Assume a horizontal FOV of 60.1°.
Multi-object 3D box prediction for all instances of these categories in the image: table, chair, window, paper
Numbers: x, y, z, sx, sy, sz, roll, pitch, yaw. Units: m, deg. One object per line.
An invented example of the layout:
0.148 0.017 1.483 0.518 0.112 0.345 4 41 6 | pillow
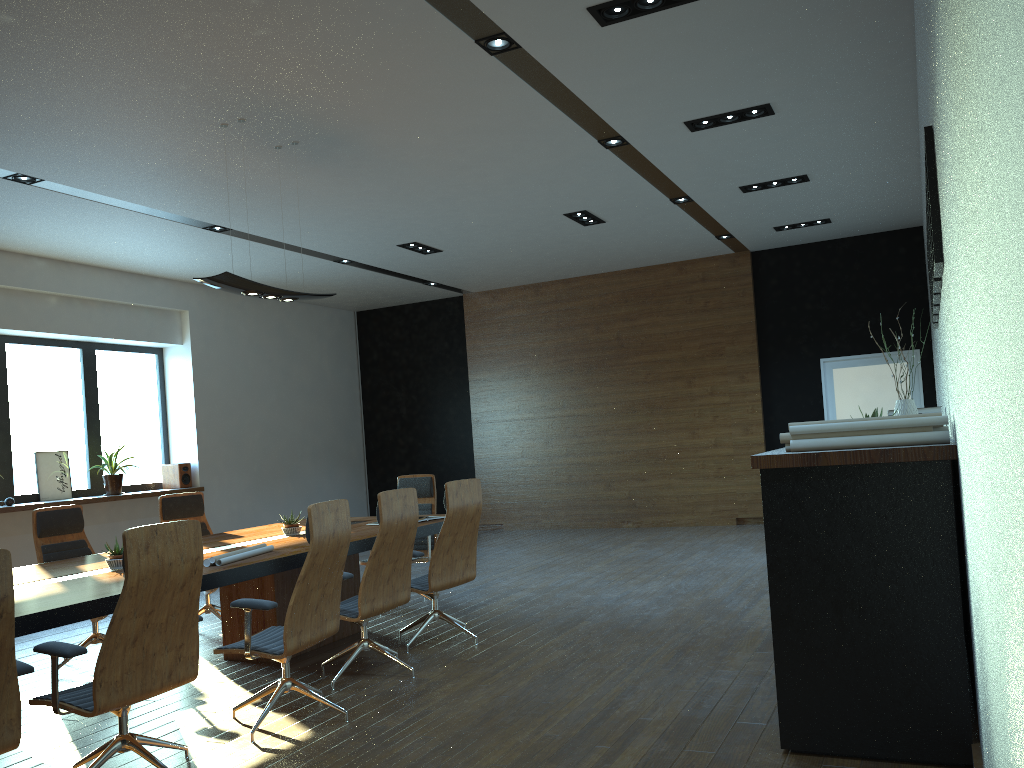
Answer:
-2.222 1.449 5.078 1.787 0.796 5.542 -6 -4 25 | table
-2.958 1.416 6.250 0.697 1.126 0.706 -5 -2 25 | chair
-5.316 0.402 10.155 0.053 1.859 3.464 -4 -3 25 | window
-2.359 0.993 4.687 2.239 0.083 0.630 -2 -4 -24 | paper
-1.196 1.187 4.613 0.697 1.126 0.706 -5 -2 17 | chair
-2.063 1.147 3.049 0.697 1.126 0.706 -5 -2 33 | chair
-0.972 1.369 7.682 0.707 1.126 0.696 -5 -2 28 | chair
-0.561 1.247 6.230 0.697 1.126 0.706 -5 -2 32 | chair
-2.480 1.442 7.171 0.697 1.126 0.706 -6 -2 40 | chair
-1.700 1.172 3.834 0.697 1.126 0.706 -5 -2 26 | chair
1.441 0.202 3.649 0.646 0.124 0.144 -6 -3 25 | paper
-0.928 1.222 5.442 0.697 1.126 0.706 -5 -2 26 | chair

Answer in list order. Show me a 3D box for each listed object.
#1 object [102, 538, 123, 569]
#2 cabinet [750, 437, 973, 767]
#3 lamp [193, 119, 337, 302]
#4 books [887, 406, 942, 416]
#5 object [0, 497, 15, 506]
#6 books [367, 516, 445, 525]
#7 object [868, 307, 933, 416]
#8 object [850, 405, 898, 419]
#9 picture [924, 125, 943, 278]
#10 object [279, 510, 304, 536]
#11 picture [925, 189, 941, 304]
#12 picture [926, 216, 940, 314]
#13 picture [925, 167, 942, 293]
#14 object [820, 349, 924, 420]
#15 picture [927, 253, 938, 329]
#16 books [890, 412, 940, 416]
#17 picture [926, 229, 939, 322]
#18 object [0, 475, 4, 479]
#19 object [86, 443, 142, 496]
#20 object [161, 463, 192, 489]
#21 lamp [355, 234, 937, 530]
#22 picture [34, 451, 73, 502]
-2.257 0.962 5.077 0.177 0.187 0.153 -3 -2 -25 | object
1.873 0.910 4.540 0.768 1.231 2.348 -5 -3 25 | cabinet
-1.789 -1.222 6.428 0.340 1.198 1.197 -5 -2 25 | lamp
2.412 0.163 5.314 0.292 0.032 0.362 -6 -4 24 | books
-5.295 1.231 9.214 0.209 0.089 0.179 -2 -4 -28 | object
-0.798 1.046 6.867 0.390 0.033 0.544 -7 -5 37 | books
1.882 -0.058 4.279 0.213 0.662 0.443 -5 -2 40 | object
1.713 0.187 4.198 0.177 0.187 0.153 -3 -2 -25 | object
1.562 -0.661 3.283 0.028 0.483 0.380 -5 -2 25 | picture
-1.609 1.005 6.452 0.177 0.187 0.153 -4 -2 0 | object
1.976 -0.637 4.159 0.028 0.483 0.380 -5 -2 25 | picture
2.181 -0.623 4.593 0.028 0.483 0.380 -5 -2 25 | picture
1.770 -0.647 3.724 0.028 0.483 0.380 -5 -2 25 | picture
4.724 0.693 11.511 1.199 2.158 0.200 -5 -1 25 | object
2.587 -0.596 5.453 0.028 0.483 0.380 -5 -2 25 | picture
2.415 0.210 5.312 0.288 0.063 0.369 -6 -4 25 | books
2.385 -0.610 5.025 0.028 0.483 0.380 -5 -2 25 | picture
-5.428 0.955 8.954 0.516 0.620 0.473 -5 -2 31 | object
-4.700 0.999 10.437 0.474 0.620 0.515 -6 -3 41 | object
-4.321 1.186 11.425 0.314 0.321 0.211 -5 -2 25 | object
0.000 0.198 10.861 9.406 3.704 16.685 -6 -4 25 | lamp
-5.242 1.050 10.135 0.057 0.561 0.421 -5 -2 25 | picture
